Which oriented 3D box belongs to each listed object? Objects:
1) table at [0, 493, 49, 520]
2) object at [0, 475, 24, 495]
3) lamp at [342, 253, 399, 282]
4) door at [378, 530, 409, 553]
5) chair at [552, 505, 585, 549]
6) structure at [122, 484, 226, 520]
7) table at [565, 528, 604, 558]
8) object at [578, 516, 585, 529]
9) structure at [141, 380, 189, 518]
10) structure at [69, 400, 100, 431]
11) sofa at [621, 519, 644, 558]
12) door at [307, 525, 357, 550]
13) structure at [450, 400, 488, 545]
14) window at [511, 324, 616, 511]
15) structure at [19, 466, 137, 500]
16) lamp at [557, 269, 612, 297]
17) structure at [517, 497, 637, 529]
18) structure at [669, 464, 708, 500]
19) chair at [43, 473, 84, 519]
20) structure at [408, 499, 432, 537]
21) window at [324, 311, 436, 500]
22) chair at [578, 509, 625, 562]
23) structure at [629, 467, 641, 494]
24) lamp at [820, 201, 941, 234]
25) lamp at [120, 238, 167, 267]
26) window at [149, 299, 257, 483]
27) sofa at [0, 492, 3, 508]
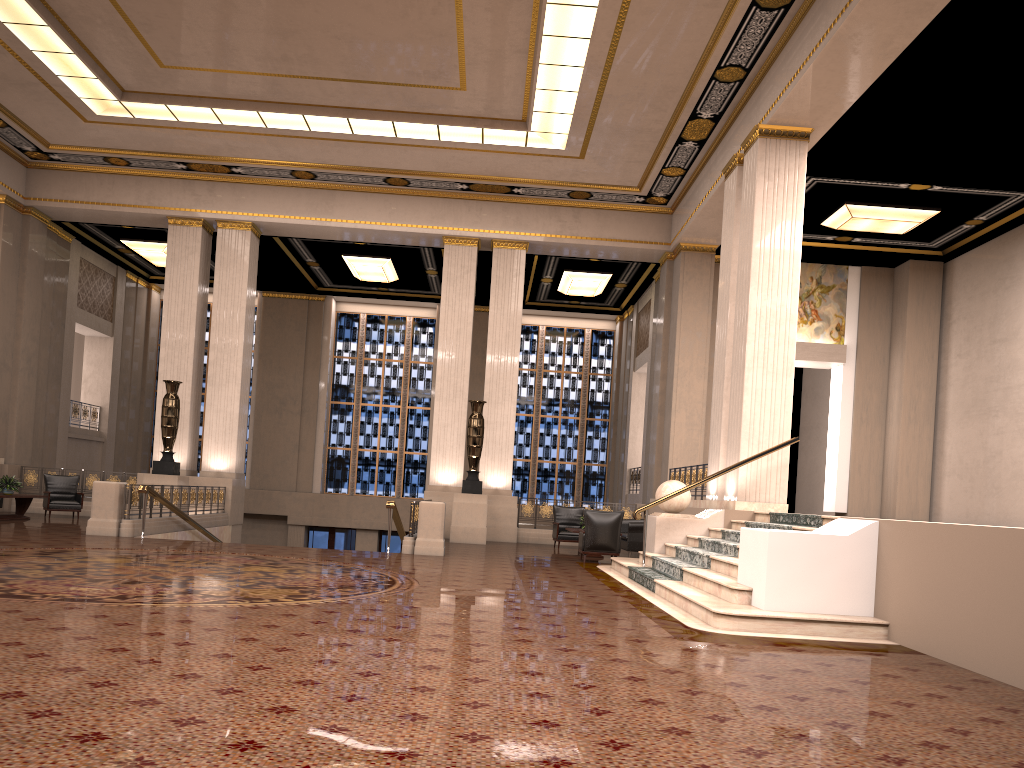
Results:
[{"bbox_3d":[-8.941,2.161,15.499,0.839,0.434,1.485,4,-7,-1],"label":"table"},{"bbox_3d":[-8.812,1.747,15.392,0.501,0.375,0.529,1,-6,31],"label":"object"},{"bbox_3d":[-3.529,-2.863,22.136,1.167,0.213,2.030,4,-7,-1],"label":"lamp"},{"bbox_3d":[-3.160,5.580,25.395,1.491,2.720,0.155,4,-1,-2],"label":"door"},{"bbox_3d":[1.151,2.841,17.483,0.648,0.842,0.720,4,-3,-6],"label":"chair"},{"bbox_3d":[-5.837,2.075,15.665,0.079,0.534,4.970,4,-7,-1],"label":"structure"},{"bbox_3d":[1.423,2.846,15.803,0.839,0.434,1.485,4,-7,-1],"label":"table"},{"bbox_3d":[1.435,2.437,15.794,0.501,0.375,0.529,1,-6,31],"label":"object"},{"bbox_3d":[-6.690,1.335,17.147,0.700,2.784,0.701,4,-1,-1],"label":"structure"},{"bbox_3d":[-10.779,0.784,21.997,0.031,0.664,2.170,4,-7,-1],"label":"structure"},{"bbox_3d":[2.348,2.773,15.835,0.875,0.703,1.935,4,-6,-1],"label":"sofa"},{"bbox_3d":[-5.244,5.442,25.334,1.491,2.720,0.155,4,-1,-2],"label":"door"},{"bbox_3d":[-0.776,1.725,17.320,0.700,2.784,0.701,4,-1,-1],"label":"structure"},{"bbox_3d":[1.416,0.983,26.047,2.988,5.350,0.069,4,-1,-2],"label":"window"},{"bbox_3d":[-9.032,2.121,18.465,2.535,0.654,0.032,4,-1,-2],"label":"structure"},{"bbox_3d":[1.809,-2.511,22.292,1.167,0.213,2.030,4,-7,-1],"label":"lamp"},{"bbox_3d":[1.387,2.809,18.770,2.535,0.654,0.032,4,-1,-2],"label":"structure"},{"bbox_3d":[3.224,1.792,15.937,0.032,0.621,3.719,4,-7,-1],"label":"structure"},{"bbox_3d":[-8.760,2.186,17.189,0.651,0.842,0.717,6,-4,-36],"label":"chair"},{"bbox_3d":[-1.615,2.354,15.789,0.079,0.534,4.969,4,-7,-2],"label":"structure"},{"bbox_3d":[-3.850,0.635,25.893,2.988,5.350,0.069,4,-1,-2],"label":"window"},{"bbox_3d":[1.405,2.422,14.051,0.647,0.842,0.721,4,-3,-1],"label":"chair"},{"bbox_3d":[3.179,2.451,22.399,0.031,0.664,2.170,4,-7,-1],"label":"structure"},{"bbox_3d":[6.700,-2.988,16.112,1.716,0.213,1.176,4,-7,-2],"label":"lamp"},{"bbox_3d":[-8.776,-3.210,21.982,1.167,0.213,2.030,4,-7,-1],"label":"lamp"},{"bbox_3d":[-8.941,0.299,25.743,2.988,5.350,0.069,4,-1,-2],"label":"window"},{"bbox_3d":[-9.849,1.968,15.477,0.875,0.703,1.935,4,-6,-1],"label":"sofa"}]
